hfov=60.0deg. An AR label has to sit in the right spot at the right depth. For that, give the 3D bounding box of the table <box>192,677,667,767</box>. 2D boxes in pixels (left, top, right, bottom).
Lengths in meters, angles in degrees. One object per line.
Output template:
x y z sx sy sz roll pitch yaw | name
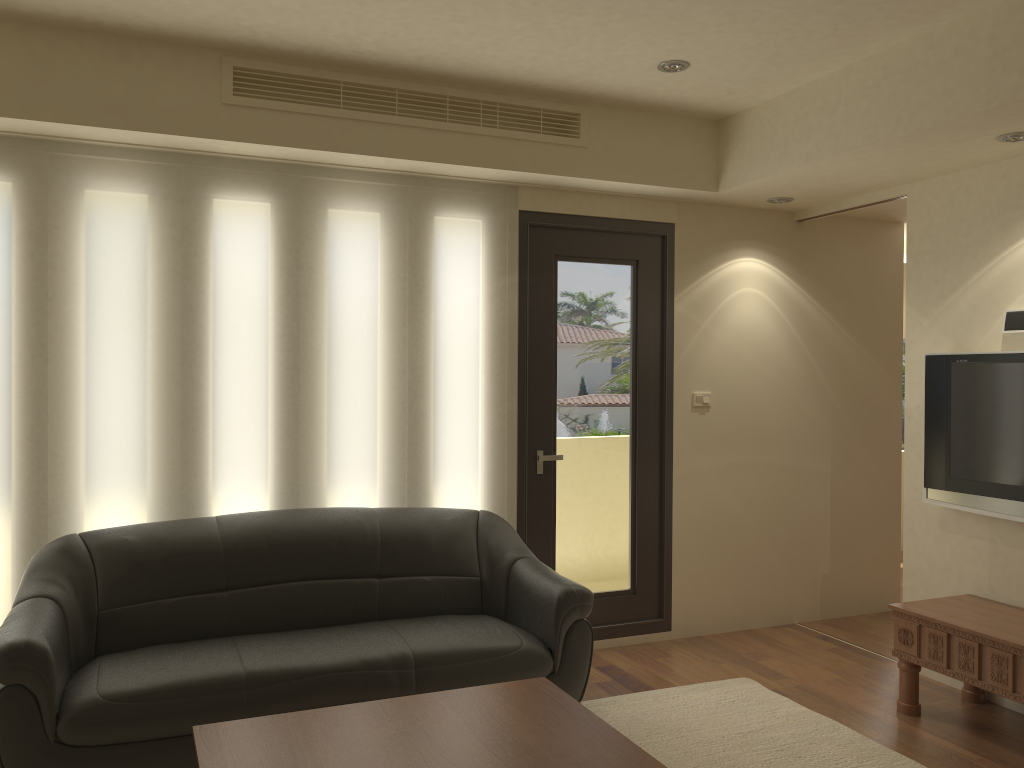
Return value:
-0.217 1.295 2.474 1.213 0.482 1.045 0 1 -23 | table

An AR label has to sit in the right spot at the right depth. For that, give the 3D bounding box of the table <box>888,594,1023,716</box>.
2.215 1.291 3.826 0.538 0.493 1.009 0 1 -23 | table

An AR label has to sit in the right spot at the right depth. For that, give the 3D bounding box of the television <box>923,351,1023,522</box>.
2.409 0.240 3.905 0.110 0.778 1.377 0 1 -23 | television

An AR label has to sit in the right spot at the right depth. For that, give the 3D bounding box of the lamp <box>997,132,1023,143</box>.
2.162 -1.077 3.804 0.143 0.059 0.143 0 1 -18 | lamp

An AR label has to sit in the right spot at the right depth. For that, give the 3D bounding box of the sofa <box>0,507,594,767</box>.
-0.867 1.050 3.829 2.337 0.918 0.944 0 1 -23 | sofa

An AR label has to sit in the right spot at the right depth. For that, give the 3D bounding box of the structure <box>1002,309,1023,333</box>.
2.439 -0.291 3.931 0.048 0.111 0.559 0 1 -23 | structure

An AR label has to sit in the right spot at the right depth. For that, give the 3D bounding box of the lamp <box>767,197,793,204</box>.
1.569 -1.094 5.194 0.143 0.059 0.143 0 1 -18 | lamp

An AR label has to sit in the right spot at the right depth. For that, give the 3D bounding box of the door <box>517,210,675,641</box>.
0.474 0.255 5.091 1.011 2.420 0.118 0 1 -23 | door

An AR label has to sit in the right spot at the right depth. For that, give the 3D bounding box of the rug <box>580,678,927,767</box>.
0.052 1.533 2.782 3.592 0.011 2.482 0 1 -23 | rug

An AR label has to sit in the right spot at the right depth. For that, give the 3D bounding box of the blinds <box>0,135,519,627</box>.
-1.271 0.142 4.281 2.830 2.453 0.002 0 1 -23 | blinds

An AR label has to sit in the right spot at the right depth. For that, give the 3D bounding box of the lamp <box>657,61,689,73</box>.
0.745 -1.489 4.108 0.143 0.059 0.143 0 1 -18 | lamp
